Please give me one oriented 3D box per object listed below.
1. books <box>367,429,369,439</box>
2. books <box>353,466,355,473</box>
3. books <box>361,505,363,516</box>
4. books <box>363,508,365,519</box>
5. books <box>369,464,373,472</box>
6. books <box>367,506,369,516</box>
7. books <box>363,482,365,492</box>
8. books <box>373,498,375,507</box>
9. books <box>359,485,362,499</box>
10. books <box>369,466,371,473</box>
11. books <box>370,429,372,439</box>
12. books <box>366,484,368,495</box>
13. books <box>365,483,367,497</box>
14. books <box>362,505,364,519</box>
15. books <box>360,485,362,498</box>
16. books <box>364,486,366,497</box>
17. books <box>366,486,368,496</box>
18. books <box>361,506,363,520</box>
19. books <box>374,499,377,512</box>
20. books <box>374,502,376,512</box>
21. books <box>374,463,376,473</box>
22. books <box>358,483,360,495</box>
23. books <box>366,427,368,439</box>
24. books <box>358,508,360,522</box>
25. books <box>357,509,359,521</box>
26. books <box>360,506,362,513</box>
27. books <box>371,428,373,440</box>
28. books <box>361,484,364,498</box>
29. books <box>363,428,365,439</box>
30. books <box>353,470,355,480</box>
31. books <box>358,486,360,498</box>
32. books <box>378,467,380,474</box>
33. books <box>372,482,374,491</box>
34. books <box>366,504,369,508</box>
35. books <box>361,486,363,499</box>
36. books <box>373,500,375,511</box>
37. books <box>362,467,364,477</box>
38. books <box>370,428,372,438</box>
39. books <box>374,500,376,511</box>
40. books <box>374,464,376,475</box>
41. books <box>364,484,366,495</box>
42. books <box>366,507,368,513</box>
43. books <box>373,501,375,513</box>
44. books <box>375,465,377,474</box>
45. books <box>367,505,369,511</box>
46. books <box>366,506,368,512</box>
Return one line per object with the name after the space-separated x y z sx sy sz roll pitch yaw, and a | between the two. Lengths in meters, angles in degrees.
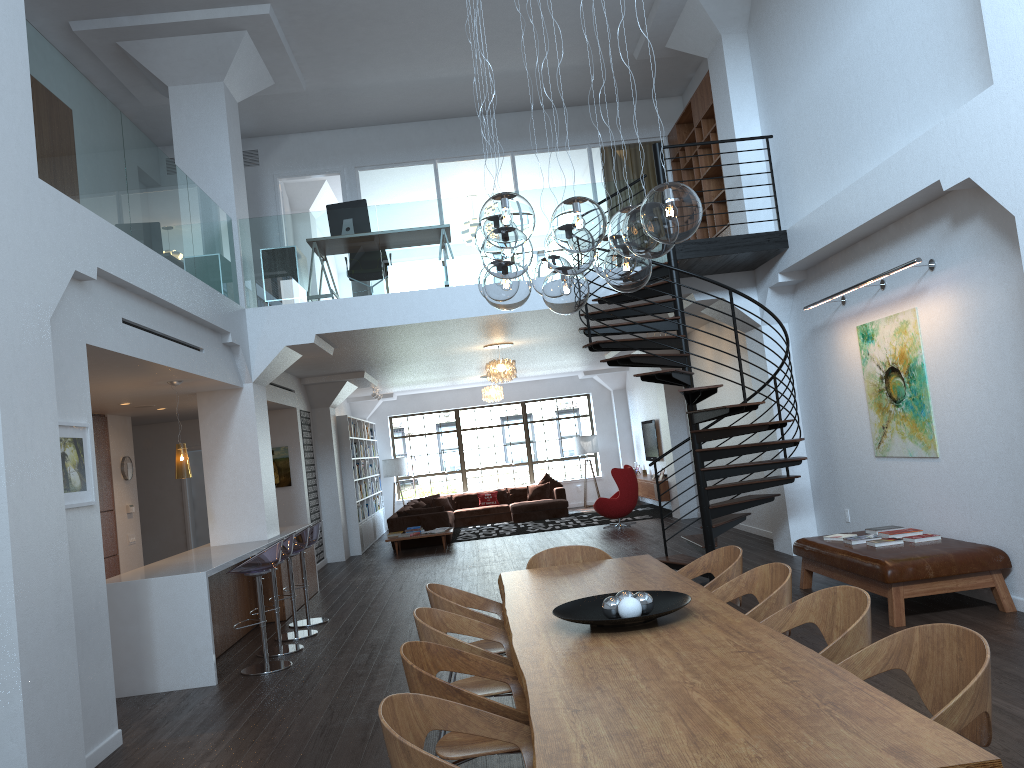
-3.077 1.031 18.383 0.183 0.253 0.034 -6 -4 -3 | books
-2.854 1.582 15.695 0.140 0.231 0.042 -6 -4 -3 | books
-2.810 2.353 16.150 0.180 0.259 0.042 -6 -4 -3 | books
-2.812 2.378 16.325 0.174 0.236 0.142 -6 -4 -4 | books
-2.982 1.795 18.494 0.140 0.231 0.042 -6 -4 -3 | books
-2.832 2.448 17.050 0.146 0.202 0.027 -6 -4 -3 | books
-2.872 2.003 16.724 0.176 0.290 0.053 -6 -4 -4 | books
-2.891 2.482 18.064 0.176 0.290 0.053 -6 -4 -4 | books
-2.848 1.986 16.208 0.171 0.246 0.057 -6 -4 -3 | books
-2.966 1.780 18.125 0.140 0.206 0.042 -6 -4 -3 | books
-3.117 1.080 19.028 0.183 0.253 0.042 -6 -4 -3 | books
-2.897 2.063 17.178 0.174 0.240 0.045 -6 -4 -4 | books
-2.874 2.039 16.960 0.183 0.253 0.034 -6 -4 -4 | books
-2.808 2.361 16.236 0.183 0.253 0.042 -6 -4 -3 | books
-2.854 1.989 16.290 0.183 0.253 0.034 -6 -4 -3 | books
-2.871 2.024 16.766 0.183 0.253 0.034 -6 -4 -4 | books
-2.896 2.054 17.139 0.183 0.253 0.034 -6 -4 -4 | books
-2.800 2.352 16.071 0.171 0.246 0.039 -6 -4 -3 | books
-2.893 2.518 18.301 0.183 0.253 0.034 -6 -4 -4 | books
-2.890 2.503 18.106 0.183 0.253 0.034 -6 -4 -4 | books
-3.023 1.831 19.085 0.183 0.253 0.042 -6 -4 -3 | books
-2.851 1.955 16.083 0.176 0.290 0.053 -6 -4 -3 | books
-3.071 1.028 18.301 0.171 0.246 0.057 -6 -4 -3 | books
-2.784 2.317 15.640 0.180 0.251 0.048 -6 -4 -3 | books
-2.765 2.307 15.446 0.174 0.240 0.054 -6 -4 -3 | books
-2.801 2.342 15.998 0.183 0.253 0.042 -6 -4 -3 | books
-3.118 1.093 19.203 0.183 0.253 0.042 -6 -4 -3 | books
-2.858 2.001 16.459 0.183 0.253 0.034 -6 -4 -3 | books
-3.039 0.996 17.727 0.161 0.223 0.032 -6 -4 -3 | books
-2.836 1.607 15.608 0.120 0.167 0.020 -6 -4 -3 | books
-2.842 1.970 15.999 0.171 0.246 0.057 -6 -4 -3 | books
-3.040 1.892 19.647 0.182 0.215 0.188 -6 -4 -3 | books
-2.939 2.145 18.280 0.174 0.242 0.105 -6 -4 -3 | books
-2.850 2.447 17.217 0.140 0.231 0.042 -6 -4 -3 | books
-2.852 1.991 16.323 0.183 0.253 0.034 -6 -4 -3 | books
-2.879 2.496 17.999 0.160 0.250 0.026 -6 -4 -4 | books
-2.916 1.691 16.954 0.161 0.207 0.135 -6 -4 -4 | books
-3.116 1.083 19.072 0.183 0.253 0.042 -6 -4 -3 | books
-2.887 2.506 18.140 0.183 0.253 0.034 -6 -4 -4 | books
-3.025 1.822 18.999 0.180 0.259 0.042 -6 -4 -3 | books
-2.869 2.027 16.799 0.183 0.253 0.034 -6 -4 -4 | books
-2.827 2.453 16.961 0.128 0.178 0.021 -6 -4 -3 | books
-2.893 2.477 17.954 0.198 0.284 0.066 -6 -4 -4 | books
-3.027 1.847 19.174 0.174 0.236 0.142 -6 -4 -4 | books
-2.840 2.454 17.132 0.146 0.202 0.027 -6 -4 -3 | books
-2.832 2.449 16.990 0.139 0.191 0.036 -6 -4 -3 | books
